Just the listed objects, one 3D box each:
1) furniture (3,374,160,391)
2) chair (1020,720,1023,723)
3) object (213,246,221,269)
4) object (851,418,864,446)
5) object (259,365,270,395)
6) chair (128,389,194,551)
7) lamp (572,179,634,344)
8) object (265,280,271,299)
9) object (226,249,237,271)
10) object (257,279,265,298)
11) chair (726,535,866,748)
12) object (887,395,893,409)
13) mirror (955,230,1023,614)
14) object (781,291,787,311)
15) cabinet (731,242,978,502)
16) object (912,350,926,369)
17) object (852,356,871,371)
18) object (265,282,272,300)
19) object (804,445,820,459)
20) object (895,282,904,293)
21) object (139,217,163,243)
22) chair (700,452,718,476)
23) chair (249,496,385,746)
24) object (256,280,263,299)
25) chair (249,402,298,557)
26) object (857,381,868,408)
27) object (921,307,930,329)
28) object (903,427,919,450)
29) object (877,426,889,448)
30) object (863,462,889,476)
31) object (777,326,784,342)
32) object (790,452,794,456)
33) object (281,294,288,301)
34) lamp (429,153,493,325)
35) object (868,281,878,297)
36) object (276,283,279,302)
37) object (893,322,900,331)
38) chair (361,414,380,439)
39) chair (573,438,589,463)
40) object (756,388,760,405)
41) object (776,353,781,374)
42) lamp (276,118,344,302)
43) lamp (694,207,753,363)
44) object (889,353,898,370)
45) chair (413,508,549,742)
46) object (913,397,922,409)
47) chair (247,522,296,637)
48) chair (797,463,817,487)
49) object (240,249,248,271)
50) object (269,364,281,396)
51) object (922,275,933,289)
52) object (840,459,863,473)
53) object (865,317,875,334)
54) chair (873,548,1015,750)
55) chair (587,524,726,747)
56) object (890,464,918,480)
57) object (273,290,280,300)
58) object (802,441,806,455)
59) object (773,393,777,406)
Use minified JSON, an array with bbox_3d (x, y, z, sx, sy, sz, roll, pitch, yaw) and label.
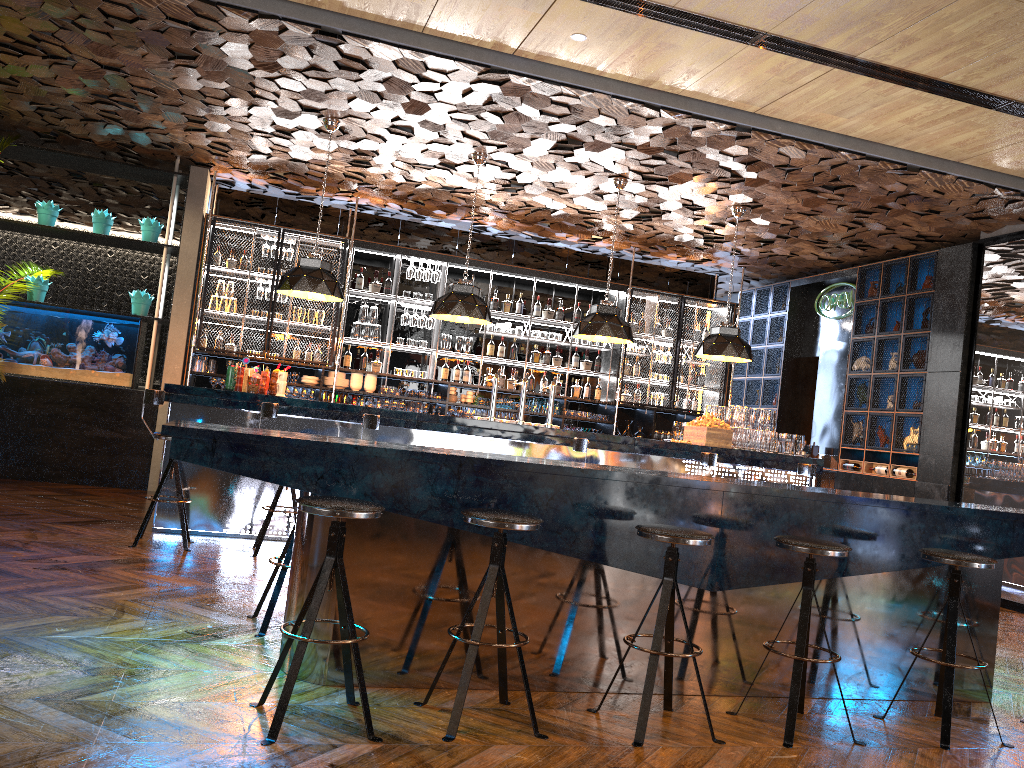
[{"bbox_3d":[-9.687,0.022,12.087,9.798,1.137,3.595,7,-3,-17],"label":"furniture"},{"bbox_3d":[2.797,1.272,4.243,0.419,0.813,0.419,8,-3,-22],"label":"chair"},{"bbox_3d":[-3.357,-1.449,10.110,0.075,0.260,0.075,5,-3,32],"label":"object"},{"bbox_3d":[4.114,0.581,10.393,0.175,0.351,0.369,7,-3,-12],"label":"object"},{"bbox_3d":[-2.115,-0.036,7.580,0.080,0.254,0.091,7,-3,-15],"label":"object"},{"bbox_3d":[-2.501,0.611,6.452,0.476,1.108,0.419,7,-3,-17],"label":"chair"},{"bbox_3d":[0.968,-1.208,8.618,0.582,1.564,0.607,7,-3,-17],"label":"lamp"},{"bbox_3d":[-2.783,-1.083,10.168,0.081,0.213,0.081,7,-3,-11],"label":"object"},{"bbox_3d":[-3.199,-1.420,10.117,0.108,0.244,0.108,8,-3,-28],"label":"object"},{"bbox_3d":[-2.874,-1.095,10.141,0.081,0.213,0.081,7,-3,-11],"label":"object"},{"bbox_3d":[1.257,1.075,3.827,0.419,0.813,0.419,8,-3,-22],"label":"chair"},{"bbox_3d":[4.306,0.224,10.007,0.096,0.210,0.183,7,-3,-14],"label":"object"},{"bbox_3d":[4.699,0.298,8.316,0.026,3.551,1.194,7,-3,-17],"label":"mirror"},{"bbox_3d":[3.781,-1.128,12.179,0.116,0.358,0.198,7,-3,-17],"label":"object"},{"bbox_3d":[4.065,0.367,11.059,0.691,3.514,4.416,7,-3,-17],"label":"cabinet"},{"bbox_3d":[4.472,-0.237,9.596,0.266,0.239,0.265,9,-3,-38],"label":"object"},{"bbox_3d":[4.211,-0.215,10.415,0.403,0.221,0.192,4,-4,43],"label":"object"},{"bbox_3d":[-2.824,-1.082,10.306,0.081,0.213,0.081,7,-3,-11],"label":"object"},{"bbox_3d":[3.790,0.909,11.234,0.116,0.264,0.144,7,-3,-17],"label":"object"},{"bbox_3d":[4.466,-1.132,10.045,0.152,0.332,0.289,8,-3,-24],"label":"object"},{"bbox_3d":[-4.000,-1.693,9.804,0.265,0.325,0.245,8,-3,-23],"label":"object"},{"bbox_3d":[1.474,1.124,7.613,0.476,1.108,0.419,7,-3,-2],"label":"chair"},{"bbox_3d":[-0.673,0.826,3.241,0.419,0.813,0.419,8,-3,-22],"label":"chair"},{"bbox_3d":[-2.916,-1.093,10.279,0.081,0.213,0.081,7,-3,-11],"label":"object"},{"bbox_3d":[-1.703,0.712,6.624,0.476,1.108,0.419,7,-3,-17],"label":"chair"},{"bbox_3d":[4.170,0.143,10.410,0.167,0.356,0.255,7,-3,-12],"label":"object"},{"bbox_3d":[4.530,-0.691,9.606,0.114,0.290,0.249,7,-3,-17],"label":"object"},{"bbox_3d":[4.380,0.598,9.544,0.164,0.303,0.341,7,-3,-12],"label":"object"},{"bbox_3d":[4.203,0.610,9.974,0.131,0.280,0.208,8,-3,-35],"label":"object"},{"bbox_3d":[4.118,0.953,9.912,0.122,0.132,0.396,7,-3,-17],"label":"object"},{"bbox_3d":[3.733,-0.663,12.129,0.097,0.290,0.290,7,-3,-18],"label":"object"},{"bbox_3d":[3.710,0.970,11.571,0.228,0.164,0.117,7,-3,-15],"label":"object"},{"bbox_3d":[-2.615,-1.061,10.219,0.081,0.213,0.081,7,-3,-11],"label":"object"},{"bbox_3d":[-0.392,-1.379,8.331,0.582,1.564,0.607,7,-3,-17],"label":"lamp"},{"bbox_3d":[4.328,-1.089,10.442,0.253,0.249,0.126,4,-4,43],"label":"object"},{"bbox_3d":[-2.742,-1.071,10.331,0.081,0.213,0.081,7,-3,-11],"label":"object"},{"bbox_3d":[4.414,-0.623,10.039,0.210,0.168,0.105,7,-3,-17],"label":"object"},{"bbox_3d":[-0.961,0.802,6.723,0.476,1.108,0.419,7,-3,-17],"label":"chair"},{"bbox_3d":[0.331,0.974,7.218,0.476,1.108,0.419,7,-3,-2],"label":"chair"},{"bbox_3d":[3.567,0.211,12.517,0.290,0.290,0.097,6,-3,22],"label":"object"},{"bbox_3d":[3.712,-0.262,12.146,0.198,0.358,0.116,4,-4,43],"label":"object"},{"bbox_3d":[-1.683,-1.525,7.811,0.582,1.606,0.607,7,-3,-17],"label":"lamp"},{"bbox_3d":[2.259,-1.035,9.133,0.582,1.564,0.607,7,-3,-17],"label":"lamp"},{"bbox_3d":[4.379,-0.229,9.987,0.253,0.249,0.126,4,-4,43],"label":"object"},{"bbox_3d":[-0.082,0.904,3.464,0.419,0.813,0.419,8,-3,-22],"label":"chair"},{"bbox_3d":[4.417,0.209,9.592,0.119,0.220,0.212,8,-3,-33],"label":"object"},{"bbox_3d":[-1.074,0.839,4.548,0.419,0.813,0.419,8,-3,-22],"label":"chair"},{"bbox_3d":[2.451,1.253,7.977,0.476,1.108,0.419,7,-3,-7],"label":"chair"},{"bbox_3d":[-3.073,-1.413,10.170,0.075,0.261,0.075,5,-3,32],"label":"object"},{"bbox_3d":[-1.999,-0.038,7.496,0.080,0.277,0.091,6,-3,16],"label":"object"},{"bbox_3d":[4.573,-1.082,9.629,0.138,0.222,0.278,7,-3,-16],"label":"object"},{"bbox_3d":[3.996,0.958,10.321,0.122,0.133,0.396,7,-3,-17],"label":"object"},{"bbox_3d":[4.257,-0.662,10.445,0.126,0.249,0.253,7,-3,-17],"label":"object"},{"bbox_3d":[1.992,1.170,4.035,0.419,0.813,0.419,8,-3,-22],"label":"chair"},{"bbox_3d":[0.626,0.994,3.638,0.419,0.813,0.419,8,-3,-22],"label":"chair"},{"bbox_3d":[4.243,0.948,9.499,0.123,0.132,0.396,7,-3,-16],"label":"object"},{"bbox_3d":[-2.701,-1.072,10.193,0.081,0.213,0.081,7,-3,-11],"label":"object"},{"bbox_3d":[3.795,0.894,11.516,0.086,0.313,0.086,5,-3,27],"label":"object"},{"bbox_3d":[3.712,0.246,12.124,0.278,0.222,0.138,6,-3,13],"label":"object"}]
